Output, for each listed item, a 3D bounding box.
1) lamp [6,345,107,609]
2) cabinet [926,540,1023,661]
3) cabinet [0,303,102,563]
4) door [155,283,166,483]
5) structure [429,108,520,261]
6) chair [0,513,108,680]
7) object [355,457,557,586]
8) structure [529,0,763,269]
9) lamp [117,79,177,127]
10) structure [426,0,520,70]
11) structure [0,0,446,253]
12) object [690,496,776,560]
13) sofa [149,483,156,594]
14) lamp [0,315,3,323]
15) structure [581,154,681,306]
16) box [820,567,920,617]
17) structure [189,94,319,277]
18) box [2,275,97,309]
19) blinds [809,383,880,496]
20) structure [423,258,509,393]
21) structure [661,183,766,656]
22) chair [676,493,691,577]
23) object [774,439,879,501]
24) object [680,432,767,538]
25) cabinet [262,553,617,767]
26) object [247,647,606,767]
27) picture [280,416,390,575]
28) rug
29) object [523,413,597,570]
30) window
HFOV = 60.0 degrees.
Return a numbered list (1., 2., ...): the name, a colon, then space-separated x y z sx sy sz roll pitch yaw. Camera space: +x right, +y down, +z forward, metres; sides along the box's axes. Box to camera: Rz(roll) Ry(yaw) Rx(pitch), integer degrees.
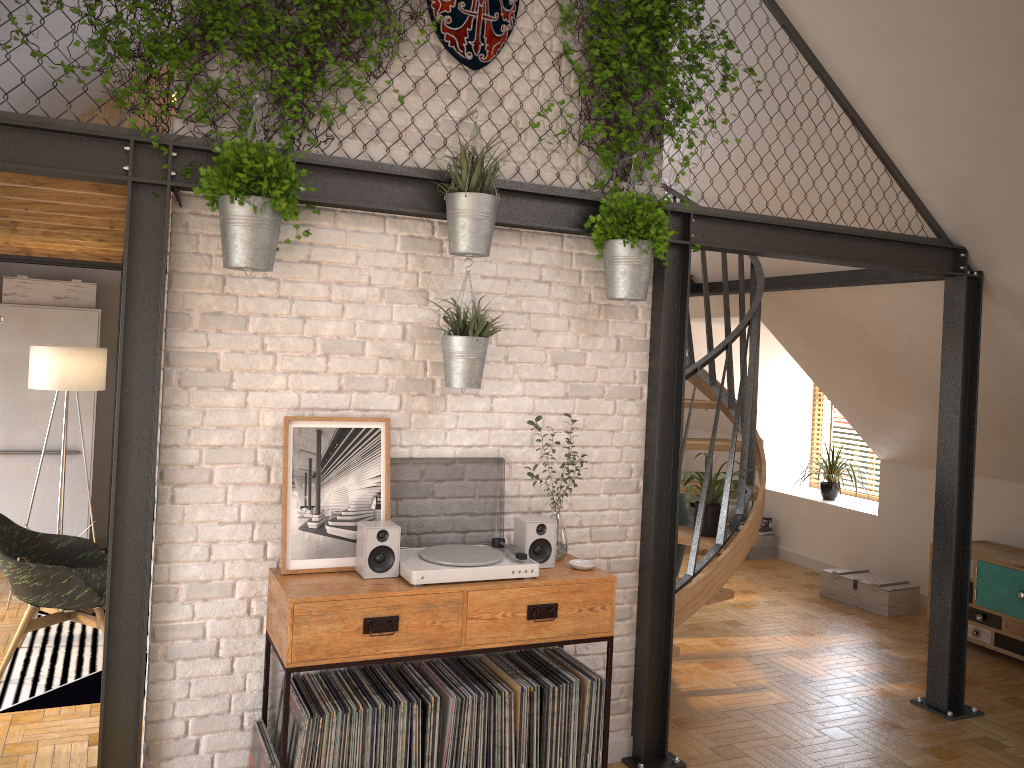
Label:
1. lamp: -2.113 0.646 6.101 2.357 1.719 0.571 2 0 -16
2. cabinet: 3.505 1.482 5.490 0.596 0.634 1.760 2 2 -24
3. cabinet: -4.084 0.377 6.919 1.505 2.003 0.809 3 0 -24
4. door: -2.494 0.275 7.805 1.199 2.301 0.088 3 0 -24
5. structure: -0.182 -0.791 3.498 0.349 0.607 0.384 3 0 29
6. chair: -2.523 1.115 4.872 0.782 0.830 0.753 3 1 -18
7. object: -0.201 0.518 3.457 0.786 0.415 0.415 2 1 -24
8. structure: 0.577 -1.432 4.000 1.304 1.871 0.458 3 0 -28
9. lamp: -3.005 -2.109 7.290 0.851 0.814 0.194 3 0 19
10. structure: -0.123 -1.761 3.577 0.440 0.964 0.192 3 0 -24
11. structure: -0.962 -1.322 3.297 2.126 1.680 0.431 2 0 -24
12. object: 1.975 1.398 8.776 0.696 0.429 1.156 2 2 -24
13. sofa: -1.658 1.124 6.421 1.972 0.783 0.825 2 1 -24
14. lamp: -0.822 -0.998 1.111 0.269 1.819 1.347 3 0 -24
15. structure: 0.510 -0.660 3.794 0.438 0.652 0.423 3 0 6
16. box: 2.778 1.606 6.917 0.376 0.218 0.642 2 2 -29
17. structure: -0.922 -0.709 3.154 0.438 0.652 0.423 3 0 6
18. box: -3.637 -0.717 6.969 0.641 0.218 0.376 2 2 -29
19. blinds: 3.291 0.269 8.269 0.069 1.485 1.431 3 1 -24
20. structure: -0.204 -0.233 3.510 0.359 0.535 0.385 3 0 -14
21. structure: 0.689 -0.216 5.344 1.627 3.819 2.249 3 0 -9
22. chair: 0.738 1.167 6.090 0.900 0.964 0.898 2 1 -39
23. object: 2.944 0.769 8.155 1.017 0.584 0.922 3 1 -6
24. object: 1.056 0.522 4.827 0.527 0.592 0.458 2 1 -37
25. cabinet: -0.271 1.206 3.389 1.264 0.964 0.456 2 0 -24
26. object: -0.325 1.399 3.382 1.312 0.574 0.405 2 1 -24
27. picture: -0.667 0.417 3.382 0.410 0.576 0.126 3 0 -24
28. rug: -1.200 1.568 5.656 3.498 0.010 1.702 2 2 -24
29. object: 0.196 0.427 3.658 0.295 0.621 0.290 3 0 -9
30. window: 0.785 -0.498 3.692 8.624 4.466 7.792 2 2 -24
